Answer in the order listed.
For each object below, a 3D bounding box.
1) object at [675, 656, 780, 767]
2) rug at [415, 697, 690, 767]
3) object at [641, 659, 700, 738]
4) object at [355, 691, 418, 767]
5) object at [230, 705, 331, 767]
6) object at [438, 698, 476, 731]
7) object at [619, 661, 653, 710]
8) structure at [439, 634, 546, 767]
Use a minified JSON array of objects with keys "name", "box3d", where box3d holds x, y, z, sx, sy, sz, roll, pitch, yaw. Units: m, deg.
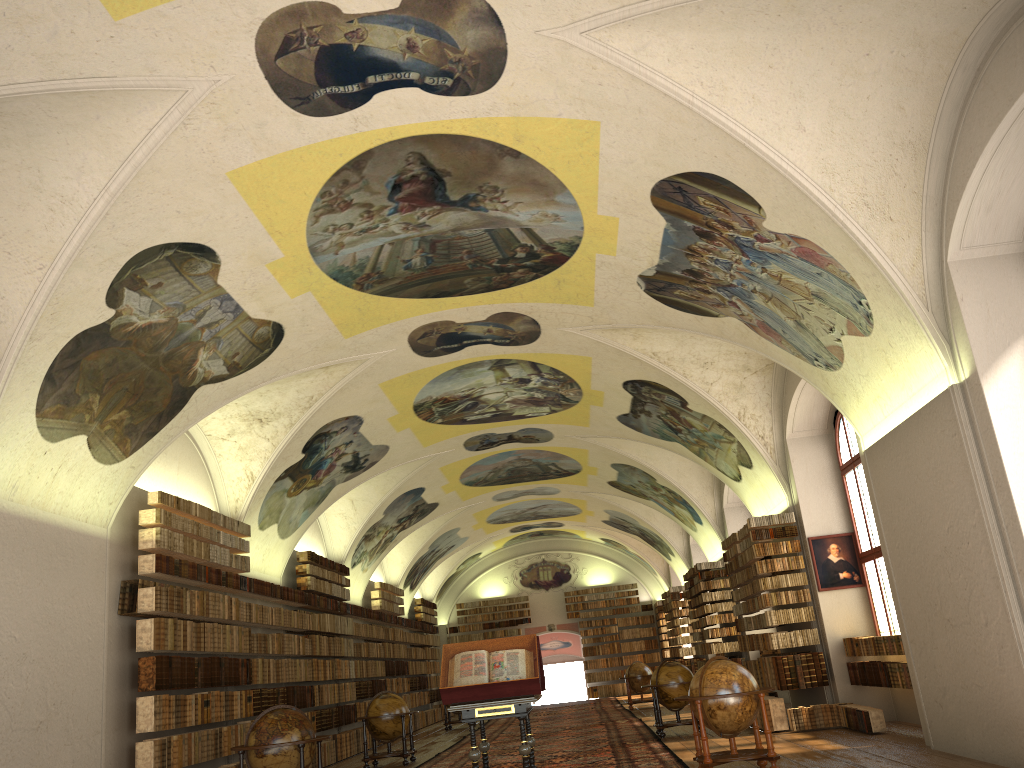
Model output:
[{"name":"object","box3d":[2.772,4.243,11.396,1.283,1.440,1.282,-20,-22,38]},{"name":"rug","box3d":[0.826,8.300,21.016,4.704,0.064,37.109,-7,-18,2]},{"name":"object","box3d":[3.272,6.271,17.805,1.280,1.440,1.285,5,-21,-33]},{"name":"object","box3d":[-2.522,6.998,18.041,1.283,1.440,1.282,-20,-22,38]},{"name":"object","box3d":[-3.020,4.970,11.631,1.280,1.440,1.285,5,-21,-33]},{"name":"object","box3d":[-1.714,10.309,28.506,1.281,1.440,1.284,10,-24,-43]},{"name":"object","box3d":[4.085,9.577,28.258,1.281,1.440,1.284,10,-24,-43]},{"name":"structure","box3d":[-0.166,4.411,11.749,1.245,1.970,1.902,-7,-17,2]}]
